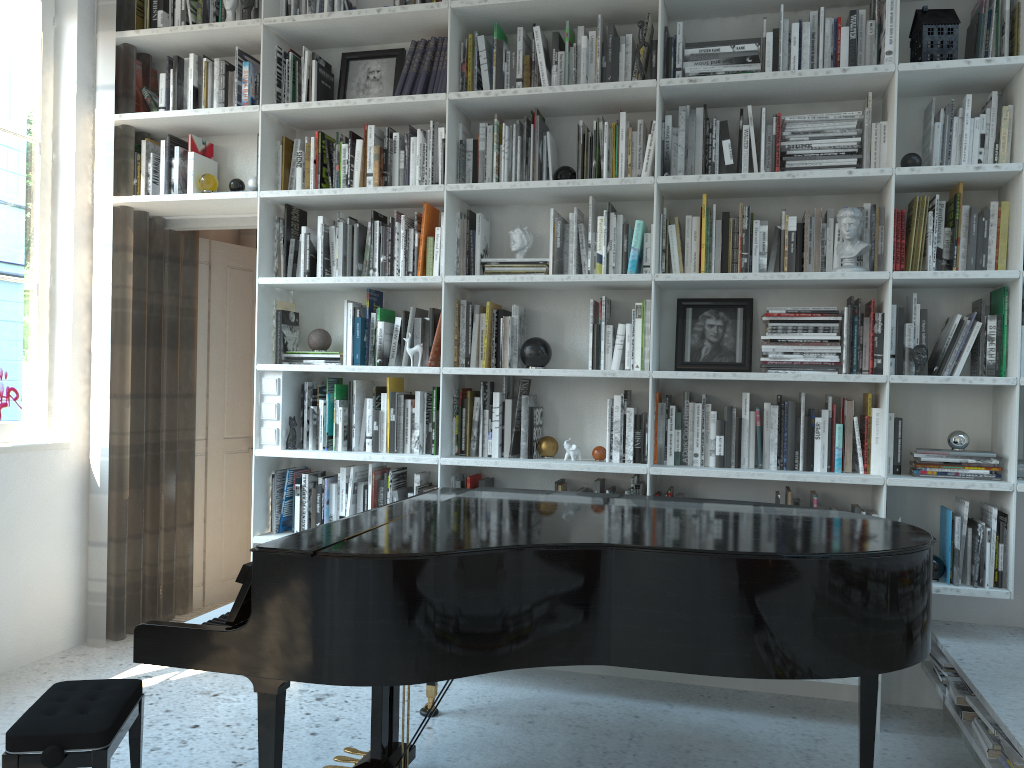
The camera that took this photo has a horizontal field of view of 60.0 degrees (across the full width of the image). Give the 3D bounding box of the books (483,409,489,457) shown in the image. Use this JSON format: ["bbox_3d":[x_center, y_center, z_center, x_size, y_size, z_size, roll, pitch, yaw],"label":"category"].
[{"bbox_3d":[-0.088,0.205,3.742,0.024,0.196,0.157,1,0,15],"label":"books"}]

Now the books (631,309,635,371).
[{"bbox_3d":[0.498,-0.172,3.578,0.012,0.244,0.171,1,0,15],"label":"books"}]

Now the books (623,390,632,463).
[{"bbox_3d":[0.468,0.170,3.603,0.014,0.291,0.132,1,1,15],"label":"books"}]

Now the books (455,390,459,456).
[{"bbox_3d":[-0.210,0.162,3.783,0.013,0.275,0.147,1,0,15],"label":"books"}]

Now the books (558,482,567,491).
[{"bbox_3d":[0.207,0.547,3.670,0.012,0.271,0.142,1,0,15],"label":"books"}]

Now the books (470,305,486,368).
[{"bbox_3d":[-0.133,-0.196,3.751,0.036,0.263,0.166,1,0,15],"label":"books"}]

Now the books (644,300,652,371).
[{"bbox_3d":[0.552,-0.190,3.564,0.021,0.281,0.162,1,0,15],"label":"books"}]

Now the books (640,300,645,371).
[{"bbox_3d":[0.536,-0.189,3.565,0.011,0.279,0.187,1,0,15],"label":"books"}]

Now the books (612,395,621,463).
[{"bbox_3d":[0.436,0.180,3.601,0.027,0.269,0.159,1,0,15],"label":"books"}]

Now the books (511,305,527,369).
[{"bbox_3d":[0.028,-0.194,3.719,0.028,0.266,0.144,1,0,15],"label":"books"}]

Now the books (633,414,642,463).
[{"bbox_3d":[0.519,0.219,3.601,0.031,0.194,0.142,1,0,15],"label":"books"}]

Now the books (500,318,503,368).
[{"bbox_3d":[-0.021,-0.166,3.721,0.011,0.208,0.180,1,0,15],"label":"books"}]

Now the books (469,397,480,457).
[{"bbox_3d":[-0.134,0.178,3.750,0.042,0.248,0.162,1,0,15],"label":"books"}]

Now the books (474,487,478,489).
[{"bbox_3d":[-0.141,0.556,3.746,0.023,0.237,0.173,1,0,15],"label":"books"}]

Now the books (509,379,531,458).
[{"bbox_3d":[0.034,0.142,3.703,0.050,0.328,0.166,1,0,15],"label":"books"}]

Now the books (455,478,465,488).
[{"bbox_3d":[-0.214,0.540,3.788,0.023,0.266,0.134,1,0,15],"label":"books"}]

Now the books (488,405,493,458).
[{"bbox_3d":[-0.067,0.196,3.732,0.021,0.215,0.172,1,0,15],"label":"books"}]

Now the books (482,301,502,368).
[{"bbox_3d":[-0.083,-0.200,3.719,0.026,0.274,0.190,1,0,15],"label":"books"}]

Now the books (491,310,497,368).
[{"bbox_3d":[-0.058,-0.184,3.734,0.014,0.244,0.153,1,0,15],"label":"books"}]

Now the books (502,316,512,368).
[{"bbox_3d":[-0.003,-0.169,3.712,0.028,0.216,0.175,1,0,15],"label":"books"}]

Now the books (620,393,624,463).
[{"bbox_3d":[0.457,0.177,3.610,0.010,0.277,0.155,1,0,15],"label":"books"}]

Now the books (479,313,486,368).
[{"bbox_3d":[-0.103,-0.178,3.746,0.025,0.228,0.153,1,0,15],"label":"books"}]

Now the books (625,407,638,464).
[{"bbox_3d":[0.485,0.205,3.590,0.029,0.221,0.153,1,0,15],"label":"books"}]

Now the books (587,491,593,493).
[{"bbox_3d":[0.301,0.567,3.625,0.022,0.236,0.188,1,0,15],"label":"books"}]

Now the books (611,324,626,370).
[{"bbox_3d":[0.443,-0.146,3.599,0.057,0.188,0.156,1,0,15],"label":"books"}]

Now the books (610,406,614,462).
[{"bbox_3d":[0.420,0.202,3.624,0.015,0.225,0.148,1,0,15],"label":"books"}]

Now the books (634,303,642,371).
[{"bbox_3d":[0.519,-0.184,3.579,0.027,0.269,0.178,1,0,15],"label":"books"}]

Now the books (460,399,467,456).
[{"bbox_3d":[-0.180,0.181,3.762,0.030,0.239,0.157,1,0,15],"label":"books"}]

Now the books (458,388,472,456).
[{"bbox_3d":[-0.200,0.159,3.770,0.013,0.283,0.146,1,0,15],"label":"books"}]

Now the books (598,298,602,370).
[{"bbox_3d":[0.374,-0.199,3.629,0.011,0.291,0.156,1,0,15],"label":"books"}]

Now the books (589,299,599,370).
[{"bbox_3d":[0.336,-0.196,3.631,0.012,0.285,0.159,1,0,15],"label":"books"}]

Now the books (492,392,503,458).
[{"bbox_3d":[-0.044,0.169,3.722,0.027,0.269,0.185,1,0,15],"label":"books"}]

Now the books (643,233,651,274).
[{"bbox_3d":[0.552,-0.507,3.581,0.027,0.181,0.142,1,0,15],"label":"books"}]

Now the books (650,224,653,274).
[{"bbox_3d":[0.579,-0.525,3.576,0.026,0.217,0.126,1,0,15],"label":"books"}]

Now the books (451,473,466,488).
[{"bbox_3d":[-0.231,0.531,3.792,0.012,0.285,0.159,1,0,15],"label":"books"}]

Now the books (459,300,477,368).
[{"bbox_3d":[-0.187,-0.208,3.767,0.025,0.284,0.145,1,0,15],"label":"books"}]

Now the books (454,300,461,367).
[{"bbox_3d":[-0.214,-0.209,3.784,0.012,0.285,0.159,1,0,15],"label":"books"}]

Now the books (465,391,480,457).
[{"bbox_3d":[-0.162,0.165,3.749,0.012,0.272,0.181,1,0,15],"label":"books"}]

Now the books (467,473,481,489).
[{"bbox_3d":[-0.163,0.531,3.770,0.013,0.288,0.161,1,0,15],"label":"books"}]

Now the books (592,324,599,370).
[{"bbox_3d":[0.352,-0.146,3.623,0.025,0.186,0.154,1,0,15],"label":"books"}]

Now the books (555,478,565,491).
[{"bbox_3d":[0.197,0.540,3.678,0.012,0.285,0.159,1,0,15],"label":"books"}]

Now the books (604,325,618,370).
[{"bbox_3d":[0.405,-0.144,3.624,0.030,0.183,0.154,1,0,15],"label":"books"}]

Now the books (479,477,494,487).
[{"bbox_3d":[-0.110,0.539,3.765,0.026,0.273,0.146,1,0,15],"label":"books"}]

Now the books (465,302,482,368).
[{"bbox_3d":[-0.161,-0.202,3.765,0.026,0.275,0.154,1,0,15],"label":"books"}]

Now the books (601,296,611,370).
[{"bbox_3d":[0.384,-0.202,3.623,0.012,0.298,0.166,1,0,15],"label":"books"}]

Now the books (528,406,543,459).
[{"bbox_3d":[0.097,0.201,3.700,0.023,0.212,0.160,1,0,15],"label":"books"}]

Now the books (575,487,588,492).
[{"bbox_3d":[0.283,0.559,3.641,0.022,0.251,0.187,1,0,15],"label":"books"}]

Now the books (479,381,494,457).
[{"bbox_3d":[-0.107,0.146,3.741,0.014,0.313,0.166,1,0,15],"label":"books"}]

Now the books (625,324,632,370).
[{"bbox_3d":[0.483,-0.144,3.593,0.024,0.188,0.172,1,0,15],"label":"books"}]

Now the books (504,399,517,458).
[{"bbox_3d":[-0.001,0.185,3.729,0.029,0.241,0.135,1,0,15],"label":"books"}]

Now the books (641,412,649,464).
[{"bbox_3d":[0.542,0.217,3.582,0.024,0.201,0.158,1,0,15],"label":"books"}]

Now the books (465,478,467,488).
[{"bbox_3d":[-0.175,0.533,3.771,0.010,0.282,0.149,1,0,15],"label":"books"}]

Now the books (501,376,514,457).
[{"bbox_3d":[-0.017,0.135,3.741,0.013,0.339,0.138,1,1,15],"label":"books"}]

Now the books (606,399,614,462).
[{"bbox_3d":[0.405,0.187,3.620,0.012,0.254,0.161,1,0,15],"label":"books"}]

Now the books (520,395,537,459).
[{"bbox_3d":[0.070,0.176,3.692,0.027,0.261,0.163,1,0,15],"label":"books"}]

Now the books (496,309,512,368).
[{"bbox_3d":[-0.034,-0.186,3.745,0.028,0.248,0.142,1,0,15],"label":"books"}]
